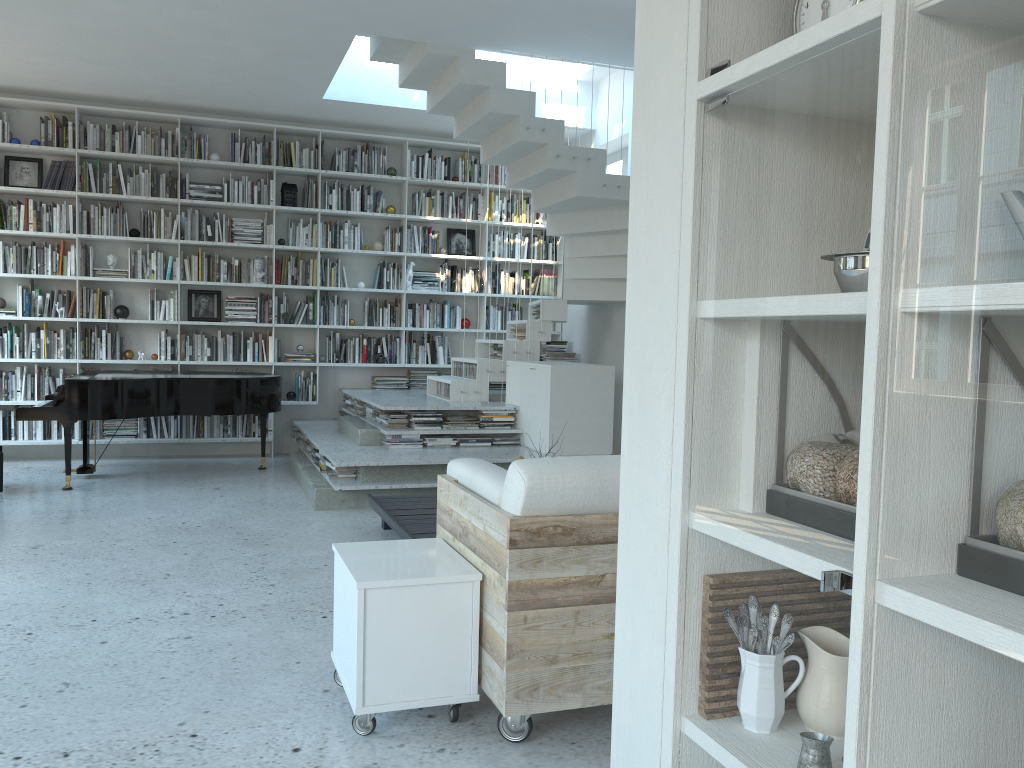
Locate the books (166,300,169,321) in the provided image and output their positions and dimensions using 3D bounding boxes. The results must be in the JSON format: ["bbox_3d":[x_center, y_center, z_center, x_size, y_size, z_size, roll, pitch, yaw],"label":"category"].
[{"bbox_3d":[-3.204,-0.681,8.254,0.024,0.188,0.172,0,4,-19],"label":"books"}]

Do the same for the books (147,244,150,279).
[{"bbox_3d":[-3.348,-1.119,8.167,0.010,0.330,0.173,0,4,-19],"label":"books"}]

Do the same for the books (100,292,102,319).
[{"bbox_3d":[-3.732,-0.712,8.066,0.014,0.244,0.153,0,4,-19],"label":"books"}]

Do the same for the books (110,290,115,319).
[{"bbox_3d":[-3.652,-0.723,8.101,0.028,0.266,0.144,0,4,-19],"label":"books"}]

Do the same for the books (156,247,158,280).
[{"bbox_3d":[-3.275,-1.104,8.188,0.011,0.301,0.178,0,4,-19],"label":"books"}]

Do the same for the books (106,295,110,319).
[{"bbox_3d":[-3.674,-0.698,8.080,0.028,0.216,0.175,0,4,-19],"label":"books"}]

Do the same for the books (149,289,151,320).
[{"bbox_3d":[-3.348,-0.730,8.200,0.012,0.285,0.159,0,4,-19],"label":"books"}]

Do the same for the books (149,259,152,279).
[{"bbox_3d":[-3.338,-1.050,8.191,0.025,0.189,0.140,0,4,-19],"label":"books"}]

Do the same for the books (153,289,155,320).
[{"bbox_3d":[-3.315,-0.734,8.219,0.011,0.292,0.155,0,4,-19],"label":"books"}]

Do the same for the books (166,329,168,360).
[{"bbox_3d":[-3.223,-0.367,8.276,0.014,0.291,0.131,0,4,-19],"label":"books"}]

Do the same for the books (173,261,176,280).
[{"bbox_3d":[-3.140,-1.044,8.257,0.027,0.181,0.141,0,4,-19],"label":"books"}]

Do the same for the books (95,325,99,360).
[{"bbox_3d":[-3.776,-0.381,8.068,0.014,0.313,0.166,0,4,-19],"label":"books"}]

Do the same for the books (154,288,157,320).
[{"bbox_3d":[-3.303,-0.737,8.219,0.012,0.298,0.166,0,4,-19],"label":"books"}]

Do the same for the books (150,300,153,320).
[{"bbox_3d":[-3.330,-0.680,8.205,0.025,0.186,0.154,0,4,-19],"label":"books"}]

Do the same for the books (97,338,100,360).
[{"bbox_3d":[-3.761,-0.323,8.083,0.024,0.196,0.156,0,4,-19],"label":"books"}]

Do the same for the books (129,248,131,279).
[{"bbox_3d":[-3.496,-1.098,8.112,0.012,0.285,0.159,0,4,-19],"label":"books"}]

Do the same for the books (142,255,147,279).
[{"bbox_3d":[-3.380,-1.068,8.169,0.048,0.225,0.149,0,4,-19],"label":"books"}]

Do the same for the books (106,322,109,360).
[{"bbox_3d":[-3.702,-0.395,8.117,0.013,0.339,0.137,0,4,-19],"label":"books"}]

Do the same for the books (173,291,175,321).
[{"bbox_3d":[-3.145,-0.725,8.257,0.011,0.279,0.187,0,4,-19],"label":"books"}]

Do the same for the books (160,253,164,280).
[{"bbox_3d":[-3.246,-1.083,8.223,0.022,0.256,0.152,0,4,-19],"label":"books"}]

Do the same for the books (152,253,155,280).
[{"bbox_3d":[-3.306,-1.077,8.181,0.028,0.247,0.170,0,4,-19],"label":"books"}]

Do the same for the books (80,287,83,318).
[{"bbox_3d":[-3.889,-0.734,8.018,0.012,0.285,0.159,0,4,-19],"label":"books"}]

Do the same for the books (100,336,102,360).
[{"bbox_3d":[-3.738,-0.332,8.086,0.021,0.215,0.171,0,4,-19],"label":"books"}]

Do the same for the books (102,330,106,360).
[{"bbox_3d":[-3.714,-0.359,8.089,0.027,0.269,0.185,0,4,-19],"label":"books"}]

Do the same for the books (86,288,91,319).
[{"bbox_3d":[-3.835,-0.729,8.033,0.026,0.275,0.154,0,4,-19],"label":"books"}]

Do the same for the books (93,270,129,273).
[{"bbox_3d":[-3.648,-1.024,8.076,0.285,0.012,0.159,0,3,-17],"label":"books"}]

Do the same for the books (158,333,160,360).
[{"bbox_3d":[-3.284,-0.349,8.256,0.012,0.254,0.160,0,4,-19],"label":"books"}]

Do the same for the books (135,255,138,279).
[{"bbox_3d":[-3.450,-1.070,8.156,0.024,0.227,0.137,0,4,-19],"label":"books"}]

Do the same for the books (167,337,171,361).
[{"bbox_3d":[-3.201,-0.331,8.277,0.029,0.221,0.153,0,4,-19],"label":"books"}]

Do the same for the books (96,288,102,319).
[{"bbox_3d":[-3.744,-0.726,8.039,0.026,0.274,0.190,0,4,-19],"label":"books"}]

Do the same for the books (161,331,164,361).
[{"bbox_3d":[-3.248,-0.356,8.257,0.027,0.269,0.158,0,4,-19],"label":"books"}]

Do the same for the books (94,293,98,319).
[{"bbox_3d":[-3.776,-0.705,8.051,0.025,0.228,0.153,0,4,-19],"label":"books"}]

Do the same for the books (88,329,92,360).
[{"bbox_3d":[-3.826,-0.361,8.045,0.012,0.272,0.181,0,4,-19],"label":"books"}]

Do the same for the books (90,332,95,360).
[{"bbox_3d":[-3.804,-0.349,8.062,0.042,0.248,0.162,0,4,-19],"label":"books"}]

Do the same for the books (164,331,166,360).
[{"bbox_3d":[-3.235,-0.360,8.276,0.010,0.277,0.155,0,4,-19],"label":"books"}]

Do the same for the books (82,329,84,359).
[{"bbox_3d":[-3.885,-0.364,8.045,0.013,0.276,0.147,0,4,-19],"label":"books"}]

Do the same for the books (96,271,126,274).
[{"bbox_3d":[-3.648,-1.012,8.075,0.254,0.012,0.160,0,3,-22],"label":"books"}]

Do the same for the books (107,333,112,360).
[{"bbox_3d":[-3.682,-0.345,8.120,0.029,0.241,0.135,0,4,-19],"label":"books"}]

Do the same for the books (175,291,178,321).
[{"bbox_3d":[-3.131,-0.726,8.265,0.021,0.282,0.161,0,4,-19],"label":"books"}]

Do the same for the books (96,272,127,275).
[{"bbox_3d":[-3.647,-0.999,8.072,0.254,0.012,0.160,0,3,-24],"label":"books"}]

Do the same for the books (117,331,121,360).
[{"bbox_3d":[-3.602,-0.354,8.128,0.027,0.261,0.163,0,4,-19],"label":"books"}]

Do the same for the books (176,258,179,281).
[{"bbox_3d":[-3.116,-1.062,8.267,0.026,0.217,0.126,0,4,-19],"label":"books"}]

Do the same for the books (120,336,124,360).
[{"bbox_3d":[-3.584,-0.330,8.152,0.023,0.212,0.160,0,4,-19],"label":"books"}]

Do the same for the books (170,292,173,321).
[{"bbox_3d":[-3.167,-0.721,8.260,0.027,0.270,0.178,0,4,-19],"label":"books"}]

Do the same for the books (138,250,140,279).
[{"bbox_3d":[-3.422,-1.089,8.148,0.022,0.267,0.151,0,4,-19],"label":"books"}]

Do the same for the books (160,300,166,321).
[{"bbox_3d":[-3.241,-0.681,8.236,0.057,0.189,0.156,0,4,-19],"label":"books"}]

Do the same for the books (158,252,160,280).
[{"bbox_3d":[-3.260,-1.083,8.196,0.023,0.260,0.170,0,4,-19],"label":"books"}]

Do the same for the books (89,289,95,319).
[{"bbox_3d":[-3.804,-0.722,8.037,0.036,0.263,0.166,0,4,-19],"label":"books"}]

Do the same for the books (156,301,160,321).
[{"bbox_3d":[-3.287,-0.679,8.236,0.030,0.183,0.154,0,4,-19],"label":"books"}]

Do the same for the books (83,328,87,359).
[{"bbox_3d":[-3.870,-0.367,8.041,0.013,0.283,0.146,0,4,-19],"label":"books"}]

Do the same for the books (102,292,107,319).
[{"bbox_3d":[-3.718,-0.715,8.088,0.028,0.248,0.142,0,4,-19],"label":"books"}]

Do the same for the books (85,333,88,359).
[{"bbox_3d":[-3.849,-0.345,8.046,0.030,0.239,0.157,0,4,-19],"label":"books"}]

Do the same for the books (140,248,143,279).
[{"bbox_3d":[-3.402,-1.097,8.142,0.012,0.286,0.167,0,4,-19],"label":"books"}]

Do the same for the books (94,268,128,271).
[{"bbox_3d":[-3.646,-1.036,8.071,0.285,0.012,0.159,0,3,-23],"label":"books"}]

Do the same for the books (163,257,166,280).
[{"bbox_3d":[-3.224,-1.064,8.232,0.026,0.219,0.149,0,4,-19],"label":"books"}]

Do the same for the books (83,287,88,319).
[{"bbox_3d":[-3.857,-0.733,8.020,0.025,0.285,0.145,0,4,-19],"label":"books"}]

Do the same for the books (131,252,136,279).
[{"bbox_3d":[-3.465,-1.078,8.119,0.030,0.247,0.174,0,4,-19],"label":"books"}]

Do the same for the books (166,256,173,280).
[{"bbox_3d":[-3.175,-1.067,8.224,0.060,0.228,0.179,0,4,-19],"label":"books"}]

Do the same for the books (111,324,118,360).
[{"bbox_3d":[-3.638,-0.388,8.115,0.050,0.328,0.166,0,4,-19],"label":"books"}]
